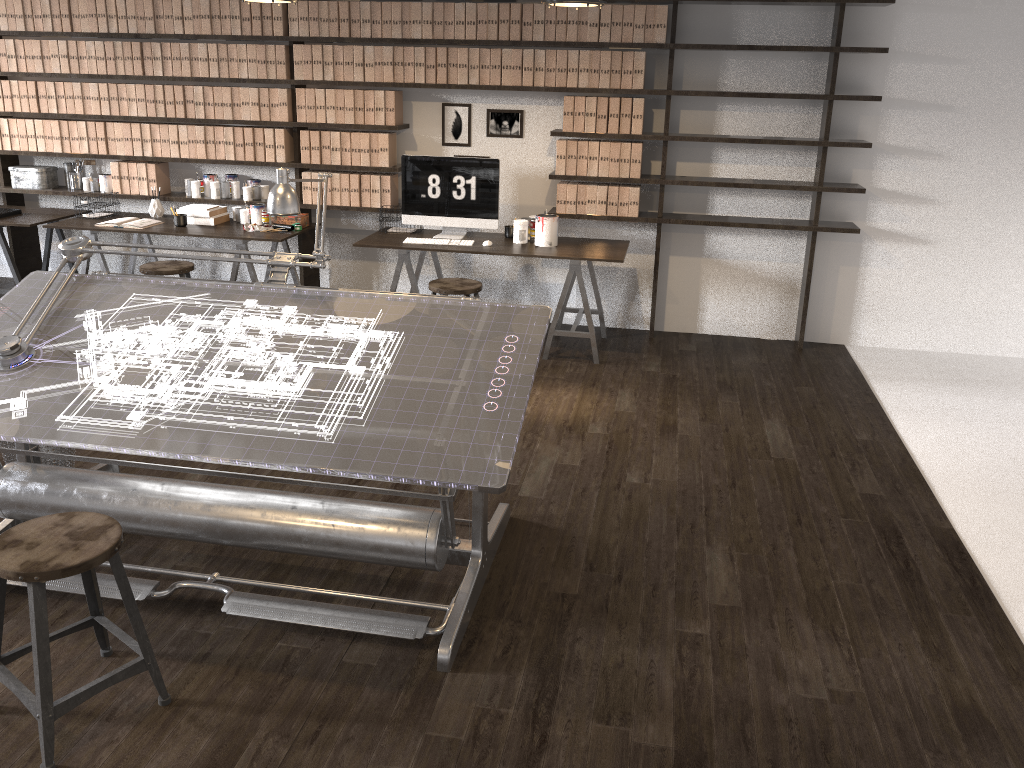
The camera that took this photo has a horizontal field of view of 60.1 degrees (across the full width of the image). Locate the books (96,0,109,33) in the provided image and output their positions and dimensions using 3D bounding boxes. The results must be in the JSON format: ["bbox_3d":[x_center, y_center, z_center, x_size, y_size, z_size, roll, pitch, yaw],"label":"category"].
[{"bbox_3d":[-2.760,-2.520,6.076,0.067,0.222,0.177,4,18,9],"label":"books"}]

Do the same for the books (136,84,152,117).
[{"bbox_3d":[-2.544,-1.981,6.197,0.067,0.222,0.177,4,18,9],"label":"books"}]

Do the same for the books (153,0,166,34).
[{"bbox_3d":[-2.347,-2.487,6.013,0.067,0.222,0.177,4,18,9],"label":"books"}]

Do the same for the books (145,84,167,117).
[{"bbox_3d":[-2.473,-1.974,6.185,0.067,0.222,0.177,4,18,9],"label":"books"}]

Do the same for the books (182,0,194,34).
[{"bbox_3d":[-2.139,-2.468,5.974,0.067,0.222,0.177,4,18,9],"label":"books"}]

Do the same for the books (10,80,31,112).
[{"bbox_3d":[-3.506,-2.064,6.365,0.067,0.222,0.177,4,18,9],"label":"books"}]

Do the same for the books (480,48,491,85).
[{"bbox_3d":[-0.156,-2.047,5.717,0.067,0.222,0.177,4,18,9],"label":"books"}]

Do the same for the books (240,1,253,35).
[{"bbox_3d":[-1.735,-2.435,5.909,0.067,0.222,0.177,4,18,9],"label":"books"}]

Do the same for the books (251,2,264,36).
[{"bbox_3d":[-1.662,-2.427,5.891,0.067,0.222,0.177,4,18,9],"label":"books"}]

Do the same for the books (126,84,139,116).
[{"bbox_3d":[-2.615,-1.988,6.213,0.067,0.222,0.177,4,18,9],"label":"books"}]

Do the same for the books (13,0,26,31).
[{"bbox_3d":[-3.380,-2.573,6.182,0.067,0.222,0.177,4,18,9],"label":"books"}]

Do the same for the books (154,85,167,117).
[{"bbox_3d":[-2.410,-1.971,6.179,0.067,0.222,0.177,4,18,9],"label":"books"}]

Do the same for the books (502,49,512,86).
[{"bbox_3d":[-0.015,-2.034,5.690,0.067,0.222,0.177,4,18,9],"label":"books"}]

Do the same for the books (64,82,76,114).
[{"bbox_3d":[-3.085,-2.029,6.295,0.067,0.222,0.177,4,18,9],"label":"books"}]

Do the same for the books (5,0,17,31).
[{"bbox_3d":[-3.445,-2.580,6.198,0.067,0.222,0.177,4,18,9],"label":"books"}]

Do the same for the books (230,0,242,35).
[{"bbox_3d":[-1.806,-2.440,5.916,0.067,0.222,0.177,4,18,9],"label":"books"}]

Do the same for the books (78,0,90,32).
[{"bbox_3d":[-2.893,-2.533,6.103,0.067,0.222,0.177,4,18,9],"label":"books"}]

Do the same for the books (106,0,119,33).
[{"bbox_3d":[-2.688,-2.515,6.068,0.067,0.222,0.177,4,18,9],"label":"books"}]

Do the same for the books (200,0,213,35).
[{"bbox_3d":[-2.012,-2.456,5.950,0.067,0.222,0.177,4,18,9],"label":"books"}]

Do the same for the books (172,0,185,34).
[{"bbox_3d":[-2.210,-2.474,5.984,0.067,0.222,0.177,4,18,9],"label":"books"}]

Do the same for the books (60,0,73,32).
[{"bbox_3d":[-3.030,-2.544,6.124,0.067,0.222,0.177,4,18,9],"label":"books"}]

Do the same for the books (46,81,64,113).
[{"bbox_3d":[-3.225,-2.039,6.315,0.067,0.222,0.177,4,18,9],"label":"books"}]

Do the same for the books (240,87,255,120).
[{"bbox_3d":[-1.786,-1.917,6.072,0.067,0.222,0.177,4,18,9],"label":"books"}]

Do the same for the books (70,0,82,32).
[{"bbox_3d":[-2.957,-2.539,6.117,0.067,0.222,0.177,4,18,9],"label":"books"}]

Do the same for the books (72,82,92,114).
[{"bbox_3d":[-3.020,-2.021,6.279,0.067,0.222,0.177,4,18,9],"label":"books"}]

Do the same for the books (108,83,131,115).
[{"bbox_3d":[-2.751,-2.000,6.238,0.067,0.222,0.177,4,18,9],"label":"books"}]

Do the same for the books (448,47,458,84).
[{"bbox_3d":[-0.361,-2.064,5.752,0.067,0.222,0.177,4,18,9],"label":"books"}]

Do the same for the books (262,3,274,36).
[{"bbox_3d":[-1.589,-2.423,5.884,0.067,0.222,0.177,4,18,9],"label":"books"}]

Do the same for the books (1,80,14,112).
[{"bbox_3d":[-3.569,-2.068,6.372,0.067,0.222,0.177,4,18,9],"label":"books"}]

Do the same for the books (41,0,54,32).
[{"bbox_3d":[-3.174,-2.556,6.149,0.067,0.222,0.177,4,18,9],"label":"books"}]

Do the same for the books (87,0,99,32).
[{"bbox_3d":[-2.831,-2.526,6.089,0.067,0.222,0.177,4,18,9],"label":"books"}]

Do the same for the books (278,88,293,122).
[{"bbox_3d":[-1.519,-1.893,6.023,0.067,0.222,0.177,4,18,9],"label":"books"}]

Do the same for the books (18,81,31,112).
[{"bbox_3d":[-3.441,-2.059,6.357,0.067,0.222,0.177,4,18,9],"label":"books"}]

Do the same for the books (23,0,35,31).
[{"bbox_3d":[-3.312,-2.569,6.176,0.067,0.222,0.177,4,18,9],"label":"books"}]

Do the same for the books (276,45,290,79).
[{"bbox_3d":[-1.514,-2.156,5.948,0.067,0.222,0.177,4,18,9],"label":"books"}]

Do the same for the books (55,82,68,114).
[{"bbox_3d":[-3.155,-2.035,6.307,0.067,0.222,0.177,4,18,9],"label":"books"}]

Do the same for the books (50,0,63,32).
[{"bbox_3d":[-3.103,-2.552,6.141,0.067,0.222,0.177,4,18,9],"label":"books"}]

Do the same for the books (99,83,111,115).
[{"bbox_3d":[-2.821,-2.005,6.246,0.067,0.222,0.177,4,18,9],"label":"books"}]

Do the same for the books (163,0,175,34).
[{"bbox_3d":[-2.279,-2.481,6.000,0.067,0.222,0.177,4,18,9],"label":"books"}]

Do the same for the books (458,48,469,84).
[{"bbox_3d":[-0.297,-2.057,5.734,0.067,0.222,0.177,4,18,9],"label":"books"}]

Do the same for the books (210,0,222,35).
[{"bbox_3d":[-1.945,-2.453,5.944,0.067,0.222,0.177,4,18,9],"label":"books"}]

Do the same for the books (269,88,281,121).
[{"bbox_3d":[-1.582,-1.901,6.041,0.067,0.222,0.177,4,18,9],"label":"books"}]

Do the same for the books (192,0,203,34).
[{"bbox_3d":[-2.077,-2.464,5.965,0.067,0.222,0.177,4,18,9],"label":"books"}]

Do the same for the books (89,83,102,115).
[{"bbox_3d":[-2.892,-2.011,6.260,0.067,0.222,0.177,4,18,9],"label":"books"}]

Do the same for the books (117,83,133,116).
[{"bbox_3d":[-2.682,-1.995,6.228,0.067,0.222,0.177,4,18,9],"label":"books"}]

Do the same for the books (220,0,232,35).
[{"bbox_3d":[-1.875,-2.447,5.932,0.067,0.222,0.177,4,18,9],"label":"books"}]

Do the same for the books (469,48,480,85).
[{"bbox_3d":[-0.226,-2.052,5.725,0.067,0.222,0.177,4,18,9],"label":"books"}]

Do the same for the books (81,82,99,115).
[{"bbox_3d":[-2.954,-2.017,6.272,0.067,0.222,0.177,4,18,9],"label":"books"}]

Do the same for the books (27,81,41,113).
[{"bbox_3d":[-3.369,-2.051,6.339,0.067,0.222,0.177,4,18,9],"label":"books"}]

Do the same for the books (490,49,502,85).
[{"bbox_3d":[-0.088,-2.041,5.704,0.067,0.222,0.177,4,18,9],"label":"books"}]

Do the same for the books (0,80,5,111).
[{"bbox_3d":[-3.640,-2.074,6.384,0.067,0.222,0.177,4,18,9],"label":"books"}]

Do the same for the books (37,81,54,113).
[{"bbox_3d":[-3.294,-2.047,6.332,0.067,0.222,0.177,4,18,9],"label":"books"}]

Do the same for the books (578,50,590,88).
[{"bbox_3d":[0.467,-1.992,5.608,0.067,0.222,0.177,4,18,9],"label":"books"}]

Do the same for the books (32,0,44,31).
[{"bbox_3d":[-3.243,-2.563,6.165,0.067,0.222,0.177,4,18,9],"label":"books"}]
